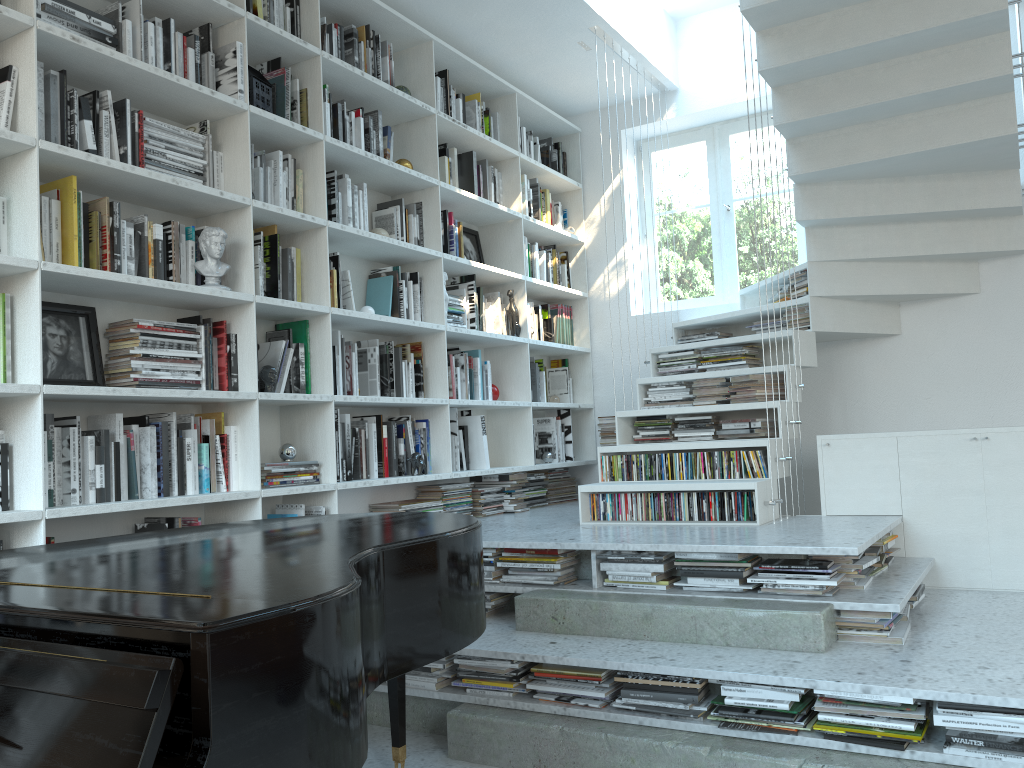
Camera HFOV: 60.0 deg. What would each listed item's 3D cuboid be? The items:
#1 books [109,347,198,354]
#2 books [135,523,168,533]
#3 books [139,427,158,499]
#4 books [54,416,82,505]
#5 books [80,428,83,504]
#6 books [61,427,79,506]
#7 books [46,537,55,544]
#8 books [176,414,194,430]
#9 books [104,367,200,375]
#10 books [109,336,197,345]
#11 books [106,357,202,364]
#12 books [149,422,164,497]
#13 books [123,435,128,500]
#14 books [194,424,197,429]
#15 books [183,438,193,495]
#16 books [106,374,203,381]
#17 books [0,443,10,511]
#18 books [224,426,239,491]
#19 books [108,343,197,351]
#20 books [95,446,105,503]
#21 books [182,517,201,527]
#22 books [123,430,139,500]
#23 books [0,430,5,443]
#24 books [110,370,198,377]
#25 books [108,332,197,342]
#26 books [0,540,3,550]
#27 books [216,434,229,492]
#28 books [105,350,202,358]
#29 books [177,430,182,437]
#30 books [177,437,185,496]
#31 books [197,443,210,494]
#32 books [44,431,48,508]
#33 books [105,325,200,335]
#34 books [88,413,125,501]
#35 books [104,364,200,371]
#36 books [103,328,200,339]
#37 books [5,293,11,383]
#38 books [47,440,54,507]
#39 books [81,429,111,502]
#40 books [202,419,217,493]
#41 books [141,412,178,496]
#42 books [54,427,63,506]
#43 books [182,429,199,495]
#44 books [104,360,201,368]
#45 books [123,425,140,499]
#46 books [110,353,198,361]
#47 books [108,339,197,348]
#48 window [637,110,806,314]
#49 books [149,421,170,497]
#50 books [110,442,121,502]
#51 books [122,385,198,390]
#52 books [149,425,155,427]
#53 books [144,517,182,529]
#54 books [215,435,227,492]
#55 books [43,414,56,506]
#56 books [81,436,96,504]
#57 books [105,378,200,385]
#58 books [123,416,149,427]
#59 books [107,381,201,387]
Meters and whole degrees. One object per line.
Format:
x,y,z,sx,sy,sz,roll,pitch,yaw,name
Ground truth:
-1.290,-0.113,3.191,0.161,0.012,0.254,-5,-5,33,books
-1.242,0.625,3.058,0.159,0.285,0.012,-5,-4,30,books
-1.309,0.275,3.083,0.191,0.245,0.026,-5,-4,30,books
-1.444,0.248,2.858,0.166,0.282,0.013,-5,-4,30,books
-1.451,0.269,2.881,0.141,0.244,0.021,-5,-4,30,books
-1.456,0.266,2.841,0.179,0.245,0.027,-5,-4,30,books
-1.439,0.610,2.707,0.137,0.284,0.012,-5,-4,30,books
-1.218,0.259,3.264,0.137,0.293,0.014,-5,-4,30,books
-1.293,-0.040,3.190,0.159,0.012,0.285,-5,-5,30,books
-1.292,-0.149,3.193,0.161,0.012,0.254,-5,-4,27,books
-1.284,-0.077,3.186,0.159,0.012,0.285,-5,-5,35,books
-1.293,0.269,3.124,0.181,0.261,0.010,-5,-4,30,books
-1.365,0.286,3.023,0.140,0.220,0.025,-5,-4,30,books
-1.217,0.279,3.279,0.145,0.256,0.014,-5,-4,30,books
-1.227,0.301,3.219,0.167,0.204,0.023,-5,-4,30,books
-1.281,-0.018,3.183,0.159,0.012,0.285,-5,-5,35,books
-1.568,0.281,2.666,0.158,0.201,0.024,-5,-4,30,books
-1.118,0.287,3.391,0.176,0.246,0.033,-5,-4,30,books
-1.291,-0.125,3.191,0.161,0.012,0.254,-5,-4,27,books
-1.402,0.299,2.907,0.174,0.183,0.029,-5,-4,30,books
-1.167,0.624,3.166,0.169,0.293,0.015,-5,-4,30,books
-1.346,0.279,3.043,0.159,0.237,0.031,-5,-4,30,books
-1.581,0.264,2.698,0.107,0.242,0.019,-5,-4,30,books
-1.283,-0.030,3.184,0.161,0.012,0.254,-5,-4,25,books
-1.291,-0.162,3.192,0.161,0.012,0.254,-5,-4,26,books
-1.564,0.608,2.630,0.160,0.289,0.022,-5,-4,30,books
-1.138,0.301,3.365,0.166,0.216,0.011,-5,-4,30,books
-1.285,-0.101,3.188,0.159,0.012,0.285,-5,-5,35,books
-1.248,0.286,3.210,0.154,0.235,0.014,-5,-4,30,books
-1.248,0.299,3.187,0.183,0.207,0.024,-5,-4,30,books
-1.184,0.314,3.280,0.169,0.183,0.023,-5,-4,30,books
-1.503,0.267,2.750,0.167,0.234,0.027,-5,-4,30,books
-1.289,-0.186,3.192,0.159,0.012,0.285,-5,-4,25,books
-1.372,0.249,2.999,0.152,0.291,0.026,-5,-4,30,books
-1.291,-0.052,3.190,0.159,0.012,0.285,-5,-5,31,books
-1.295,-0.173,3.195,0.159,0.012,0.285,-5,-5,32,books
-1.574,-0.125,2.685,0.162,0.281,0.021,-5,-4,30,books
-1.500,0.282,2.778,0.170,0.208,0.024,-5,-4,30,books
-1.395,0.273,2.937,0.166,0.237,0.029,-5,-4,30,books
-1.179,0.272,3.319,0.175,0.272,0.026,-5,-4,30,books
-1.261,0.254,3.175,0.178,0.296,0.012,-5,-4,30,books
-1.484,0.265,2.828,0.132,0.247,0.024,-5,-4,30,books
-1.216,0.287,3.240,0.175,0.234,0.023,-5,-4,30,books
-1.290,-0.065,3.189,0.159,0.012,0.285,-5,-5,32,books
-1.345,0.272,3.075,0.136,0.254,0.025,-5,-4,30,books
-1.285,-0.089,3.187,0.161,0.012,0.254,-5,-4,25,books
-1.289,-0.137,3.191,0.161,0.012,0.254,-5,-4,26,books
1.356,-1.085,5.719,1.118,1.225,0.042,-5,-4,30,window
-1.277,0.268,3.137,0.161,0.264,0.028,-5,-4,30,books
-1.371,0.295,2.968,0.165,0.196,0.023,-5,-4,30,books
-1.286,0.019,3.184,0.161,0.012,0.254,-5,-5,32,books
-1.307,0.275,3.120,0.158,0.251,0.011,-5,-4,30,books
-1.211,0.616,3.084,0.181,0.303,0.013,-5,-4,30,books
-1.151,0.302,3.341,0.169,0.212,0.042,-5,-4,30,books
-1.503,0.243,2.811,0.140,0.290,0.027,-5,-4,30,books
-1.420,0.281,2.888,0.174,0.217,0.023,-5,-4,30,books
-1.289,-0.005,3.187,0.159,0.012,0.285,-5,-4,29,books
-1.320,0.257,3.114,0.134,0.286,0.014,-5,-4,30,books
-1.280,0.006,3.181,0.159,0.012,0.285,-5,-4,25,books
